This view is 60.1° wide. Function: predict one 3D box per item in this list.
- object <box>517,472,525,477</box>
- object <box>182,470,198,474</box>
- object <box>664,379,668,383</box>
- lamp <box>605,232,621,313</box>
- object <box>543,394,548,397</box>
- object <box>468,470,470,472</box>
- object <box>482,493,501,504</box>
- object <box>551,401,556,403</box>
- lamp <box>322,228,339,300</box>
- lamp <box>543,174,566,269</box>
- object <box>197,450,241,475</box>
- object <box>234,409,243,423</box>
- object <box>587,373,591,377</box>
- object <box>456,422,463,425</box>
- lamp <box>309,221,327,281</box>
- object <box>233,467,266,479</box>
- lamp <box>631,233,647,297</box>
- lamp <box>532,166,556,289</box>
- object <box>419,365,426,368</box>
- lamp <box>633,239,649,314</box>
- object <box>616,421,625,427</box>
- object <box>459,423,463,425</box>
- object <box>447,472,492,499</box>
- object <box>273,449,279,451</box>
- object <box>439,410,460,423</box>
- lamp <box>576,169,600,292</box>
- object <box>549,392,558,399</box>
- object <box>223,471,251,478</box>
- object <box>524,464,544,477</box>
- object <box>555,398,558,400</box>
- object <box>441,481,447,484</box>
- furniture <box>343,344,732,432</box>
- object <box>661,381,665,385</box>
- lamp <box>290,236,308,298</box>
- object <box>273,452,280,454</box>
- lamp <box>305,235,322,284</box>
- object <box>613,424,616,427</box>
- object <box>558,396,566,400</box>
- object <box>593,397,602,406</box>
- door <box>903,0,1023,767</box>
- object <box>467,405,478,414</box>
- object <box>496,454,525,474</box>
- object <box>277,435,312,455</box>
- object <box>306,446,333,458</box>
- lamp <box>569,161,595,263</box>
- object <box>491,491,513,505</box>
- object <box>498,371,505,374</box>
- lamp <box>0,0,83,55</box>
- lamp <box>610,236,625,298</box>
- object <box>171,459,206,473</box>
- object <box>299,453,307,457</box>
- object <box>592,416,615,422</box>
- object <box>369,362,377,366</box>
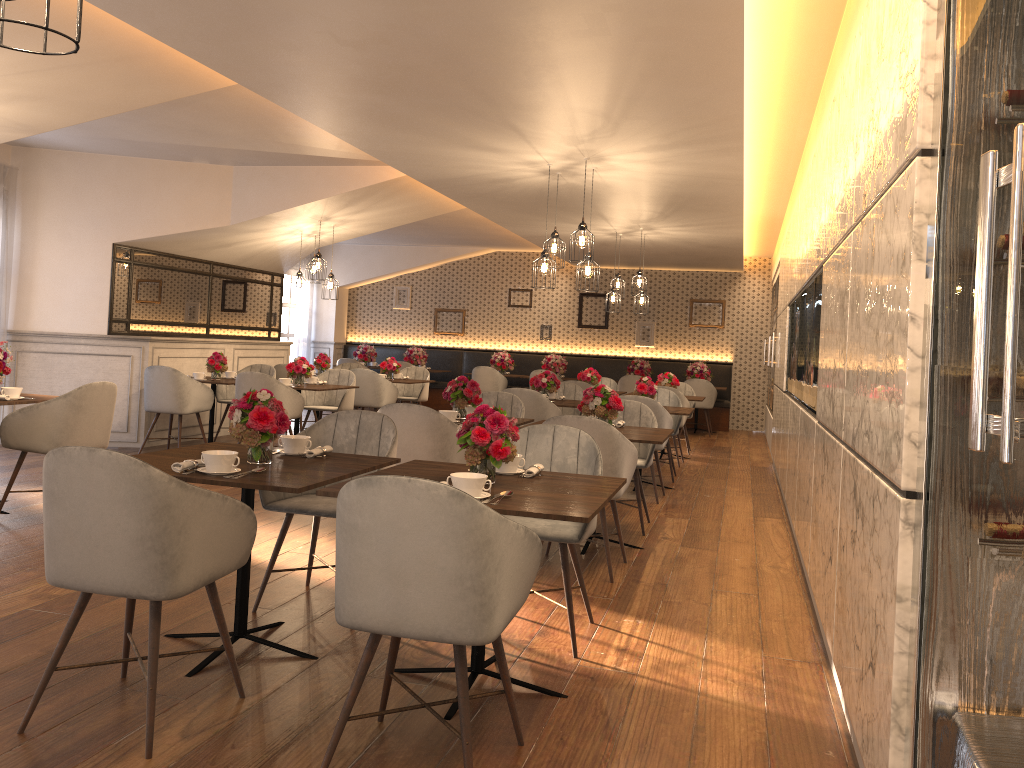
[{"bbox_3d":[0.051,0.343,3.451,0.025,0.024,0.192,3,2,15],"label":"object"},{"bbox_3d":[-1.105,0.296,3.145,0.025,0.024,0.192,3,2,15],"label":"object"},{"bbox_3d":[1.807,-0.039,10.415,0.048,0.053,0.076,3,1,-6],"label":"object"},{"bbox_3d":[1.260,-1.895,10.625,0.175,2.072,0.175,3,-1,16],"label":"lamp"},{"bbox_3d":[0.253,0.131,8.022,0.148,0.072,0.148,3,2,-8],"label":"object"},{"bbox_3d":[-0.131,0.337,3.488,0.043,0.015,0.197,4,3,18],"label":"object"},{"bbox_3d":[-0.062,0.372,2.888,0.022,0.004,0.211,4,3,14],"label":"object"},{"bbox_3d":[0.366,0.166,8.012,0.043,0.015,0.197,3,2,11],"label":"object"},{"bbox_3d":[-2.002,-1.987,10.008,0.175,2.072,0.175,3,-1,16],"label":"lamp"},{"bbox_3d":[0.394,-1.988,7.278,0.175,2.072,0.175,3,-1,16],"label":"lamp"},{"bbox_3d":[-1.029,0.277,3.116,0.148,0.072,0.148,4,2,37],"label":"object"},{"bbox_3d":[-1.033,0.120,3.376,0.048,0.053,0.076,3,1,20],"label":"object"},{"bbox_3d":[0.921,-0.104,10.680,0.045,0.052,0.077,3,1,-23],"label":"object"},{"bbox_3d":[-0.317,0.244,5.538,0.022,0.004,0.211,4,3,14],"label":"object"},{"bbox_3d":[-2.075,-2.171,9.693,0.175,2.072,0.175,3,-1,16],"label":"lamp"},{"bbox_3d":[-0.924,0.312,3.108,0.043,0.015,0.197,4,3,18],"label":"object"},{"bbox_3d":[1.533,-2.062,10.350,0.175,2.072,0.175,3,-1,16],"label":"lamp"},{"bbox_3d":[0.300,-1.785,6.957,0.175,2.072,0.175,3,-1,16],"label":"lamp"},{"bbox_3d":[-1.593,-0.297,15.661,0.148,0.072,0.148,2,2,-28],"label":"object"},{"bbox_3d":[1.606,-1.878,10.665,0.175,2.072,0.175,3,-1,16],"label":"lamp"},{"bbox_3d":[0.719,0.265,5.868,0.056,0.039,0.175,3,2,15],"label":"object"},{"bbox_3d":[-0.285,0.240,5.522,0.043,0.015,0.197,3,2,11],"label":"object"},{"bbox_3d":[-0.142,0.333,2.883,0.148,0.072,0.148,4,2,37],"label":"object"},{"bbox_3d":[-1.026,0.280,3.724,0.043,0.015,0.197,3,2,11],"label":"object"},{"bbox_3d":[-0.397,0.205,5.533,0.148,0.072,0.148,2,2,-33],"label":"object"},{"bbox_3d":[0.646,-1.769,6.997,0.175,2.072,0.175,3,-1,16],"label":"lamp"},{"bbox_3d":[0.373,0.111,8.620,0.148,0.072,0.148,3,2,-8],"label":"object"},{"bbox_3d":[-0.949,0.316,3.122,0.022,0.004,0.211,4,3,14],"label":"object"},{"bbox_3d":[0.087,0.338,3.452,0.056,0.039,0.175,3,2,15],"label":"object"},{"bbox_3d":[0.446,0.140,8.590,0.025,0.024,0.192,3,2,15],"label":"object"},{"bbox_3d":[-0.253,0.343,2.911,0.056,0.039,0.175,3,2,15],"label":"object"},{"bbox_3d":[0.194,0.019,15.535,7.093,1.083,0.541,4,0,15],"label":"furniture"},{"bbox_3d":[1.786,-0.010,10.432,0.049,0.052,0.077,3,1,25],"label":"object"},{"bbox_3d":[-2.348,-2.004,9.968,0.175,2.072,0.175,3,-1,16],"label":"lamp"},{"bbox_3d":[-0.994,0.288,3.708,0.022,0.004,0.211,4,3,14],"label":"object"},{"bbox_3d":[-2.255,-2.207,10.288,0.175,2.072,0.175,3,-1,16],"label":"lamp"},{"bbox_3d":[0.683,0.271,5.868,0.025,0.024,0.192,3,2,15],"label":"object"},{"bbox_3d":[0.482,0.135,8.591,0.056,0.039,0.175,3,2,15],"label":"object"},{"bbox_3d":[0.529,0.106,5.528,0.048,0.053,0.076,3,1,-6],"label":"object"},{"bbox_3d":[0.709,-0.065,1.177,0.134,2.470,1.856,3,0,15],"label":"door"},{"bbox_3d":[-0.278,0.185,6.131,0.148,0.072,0.148,2,2,-33],"label":"object"},{"bbox_3d":[-0.023,0.314,3.481,0.148,0.072,0.148,2,2,-33],"label":"object"},{"bbox_3d":[-0.910,0.257,3.714,0.148,0.072,0.148,2,2,-33],"label":"object"},{"bbox_3d":[-0.801,0.281,3.685,0.056,0.039,0.175,3,2,15],"label":"object"},{"bbox_3d":[0.573,-1.953,6.682,0.175,2.072,0.175,3,-1,16],"label":"lamp"},{"bbox_3d":[-0.036,0.368,2.875,0.043,0.015,0.197,4,3,18],"label":"object"},{"bbox_3d":[-0.192,-0.208,15.293,0.148,0.072,0.148,2,2,-28],"label":"object"},{"bbox_3d":[-0.783,-1.624,1.529,0.175,2.072,0.175,3,-1,16],"label":"lamp"},{"bbox_3d":[1.353,-2.098,10.946,0.175,2.072,0.175,3,-1,16],"label":"lamp"},{"bbox_3d":[-1.140,0.287,3.145,0.056,0.039,0.175,3,2,15],"label":"object"},{"bbox_3d":[-0.837,0.286,3.685,0.025,0.024,0.192,3,2,15],"label":"object"},{"bbox_3d":[0.609,0.241,5.897,0.148,0.072,0.148,2,2,-33],"label":"object"},{"bbox_3d":[-2.488,-0.353,15.896,0.148,0.072,0.148,2,2,-28],"label":"object"}]
